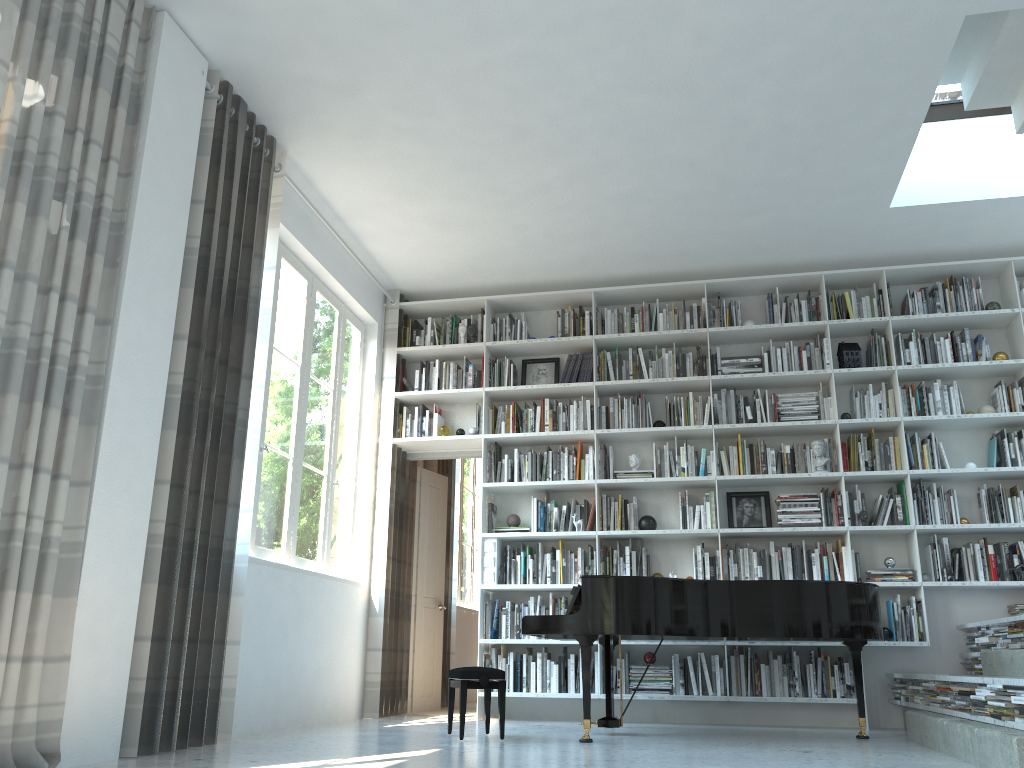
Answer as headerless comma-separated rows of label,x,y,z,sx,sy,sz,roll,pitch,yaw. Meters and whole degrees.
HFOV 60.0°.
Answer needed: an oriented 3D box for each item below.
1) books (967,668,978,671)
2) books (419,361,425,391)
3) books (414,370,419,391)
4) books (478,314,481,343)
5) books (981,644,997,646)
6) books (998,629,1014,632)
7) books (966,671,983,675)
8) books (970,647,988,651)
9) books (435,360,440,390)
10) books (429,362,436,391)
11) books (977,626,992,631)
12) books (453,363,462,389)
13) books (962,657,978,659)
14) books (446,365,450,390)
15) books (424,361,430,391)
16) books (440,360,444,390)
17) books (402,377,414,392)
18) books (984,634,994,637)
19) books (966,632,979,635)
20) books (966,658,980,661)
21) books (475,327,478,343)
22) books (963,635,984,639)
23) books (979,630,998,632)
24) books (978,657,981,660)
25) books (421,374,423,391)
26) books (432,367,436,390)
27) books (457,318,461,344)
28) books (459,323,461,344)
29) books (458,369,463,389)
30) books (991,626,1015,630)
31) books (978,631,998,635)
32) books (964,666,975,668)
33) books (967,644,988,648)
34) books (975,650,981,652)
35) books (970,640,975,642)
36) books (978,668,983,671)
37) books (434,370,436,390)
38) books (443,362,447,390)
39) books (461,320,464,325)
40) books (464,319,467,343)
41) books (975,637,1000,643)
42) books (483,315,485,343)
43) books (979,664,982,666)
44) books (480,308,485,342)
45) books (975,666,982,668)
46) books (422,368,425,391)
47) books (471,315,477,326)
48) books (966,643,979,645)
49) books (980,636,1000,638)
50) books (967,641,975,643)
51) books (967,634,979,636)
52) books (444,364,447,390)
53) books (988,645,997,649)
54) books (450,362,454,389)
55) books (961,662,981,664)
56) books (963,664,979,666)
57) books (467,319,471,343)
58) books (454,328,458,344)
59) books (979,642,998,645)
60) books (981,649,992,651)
books,3.020,1.824,5.663,0.147,0.014,0.293,-3,-18,12
books,-0.712,-0.021,7.084,0.011,0.295,0.163,-3,-17,12
books,-0.736,0.017,7.075,0.034,0.217,0.167,-3,-17,12
books,-0.240,-0.392,7.089,0.022,0.285,0.176,-3,-17,12
books,2.982,1.588,5.395,0.152,0.009,0.260,-2,-18,9
books,2.922,1.427,5.131,0.149,0.013,0.220,-4,-18,14
books,3.010,1.845,5.659,0.163,0.019,0.188,-3,-18,11
books,3.039,1.693,5.662,0.163,0.017,0.233,-4,-18,13
books,-0.573,-0.030,7.031,0.021,0.285,0.179,-3,-17,12
books,-0.625,-0.020,7.069,0.028,0.287,0.133,-3,-17,12
books,2.972,1.496,5.425,0.171,0.020,0.194,-1,-18,7
books,-0.429,-0.019,7.005,0.030,0.250,0.166,-3,-17,12
books,3.004,1.757,5.687,0.174,0.009,0.240,-4,-18,13
books,-0.490,-0.011,7.019,0.021,0.243,0.174,-3,-17,12
books,-0.654,-0.023,7.052,0.023,0.281,0.186,-3,-17,12
books,-0.541,-0.029,7.045,0.037,0.291,0.156,-3,-17,12
books,-0.810,0.044,7.095,0.121,0.175,0.130,-3,-17,12
books,2.982,1.535,5.411,0.143,0.012,0.264,-5,-18,16
books,3.040,1.603,5.689,0.159,0.011,0.247,-2,-18,9
books,3.010,1.768,5.683,0.152,0.015,0.208,-5,-18,16
books,-0.265,-0.342,7.080,0.028,0.184,0.168,-3,-18,12
books,3.029,1.624,5.685,0.171,0.015,0.253,-1,-18,7
books,2.983,1.509,5.419,0.159,0.007,0.286,-3,-18,11
books,2.952,1.668,5.392,0.149,0.014,0.229,-2,-18,10
books,-0.693,0.031,7.077,0.024,0.191,0.138,-3,-17,12
books,-0.600,0.002,7.055,0.024,0.238,0.156,-3,-17,12
books,-0.412,-0.377,7.126,0.013,0.274,0.159,-3,-17,12
books,-0.396,-0.355,7.115,0.021,0.225,0.157,-3,-17,12
books,-0.397,0.004,7.011,0.028,0.211,0.139,-3,-17,12
books,2.910,1.414,5.137,0.165,0.015,0.244,-1,-18,7
books,2.981,1.521,5.415,0.163,0.018,0.290,-3,-18,11
books,3.009,1.812,5.669,0.170,0.012,0.216,-3,-18,12
books,3.031,1.677,5.669,0.175,0.017,0.266,-4,-18,14
books,3.052,1.707,5.655,0.134,0.014,0.182,-2,-18,9
books,3.050,1.644,5.674,0.145,0.008,0.299,-3,-18,11
books,2.947,1.732,5.373,0.160,0.014,0.269,-3,-18,11
books,-0.585,0.012,7.038,0.010,0.208,0.165,-3,-17,12
books,-0.518,-0.022,7.028,0.013,0.268,0.162,-3,-17,12
books,-0.376,-0.368,7.101,0.025,0.243,0.168,-3,-17,12
books,-0.351,-0.371,7.106,0.021,0.252,0.179,-3,-17,12
books,2.965,1.562,5.406,0.189,0.029,0.238,-2,-18,9
books,-0.187,-0.390,7.038,0.024,0.251,0.235,-3,-18,12
books,2.948,1.705,5.381,0.159,0.009,0.229,-3,-18,13
books,-0.223,-0.419,7.088,0.014,0.336,0.168,-3,-17,12
books,2.935,1.718,5.380,0.180,0.016,0.183,-2,-18,9
books,-0.676,0.005,7.053,0.023,0.227,0.172,-3,-17,12
books,-0.306,-0.389,7.111,0.013,0.291,0.155,-3,-17,12
books,3.035,1.663,5.672,0.179,0.012,0.262,-3,-18,12
books,2.976,1.544,5.409,0.171,0.007,0.207,-4,-18,13
books,3.042,1.653,5.674,0.156,0.009,0.288,-2,-18,10
books,3.040,1.612,5.686,0.167,0.008,0.235,-3,-18,11
books,-0.506,-0.013,7.023,0.012,0.248,0.192,-3,-17,12
books,2.994,1.601,5.388,0.131,0.021,0.241,-4,-18,13
books,-0.456,-0.022,7.013,0.025,0.260,0.167,-3,-17,12
books,3.000,1.787,5.679,0.184,0.006,0.263,-3,-18,13
books,3.013,1.800,5.672,0.159,0.012,0.279,-3,-18,11
books,-0.328,-0.376,7.099,0.027,0.258,0.147,-3,-17,12
books,-0.432,-0.336,7.111,0.024,0.186,0.160,-3,-17,12
books,2.978,1.580,5.398,0.163,0.008,0.296,-2,-18,10
books,2.976,1.620,5.386,0.173,0.016,0.234,-3,-18,11
